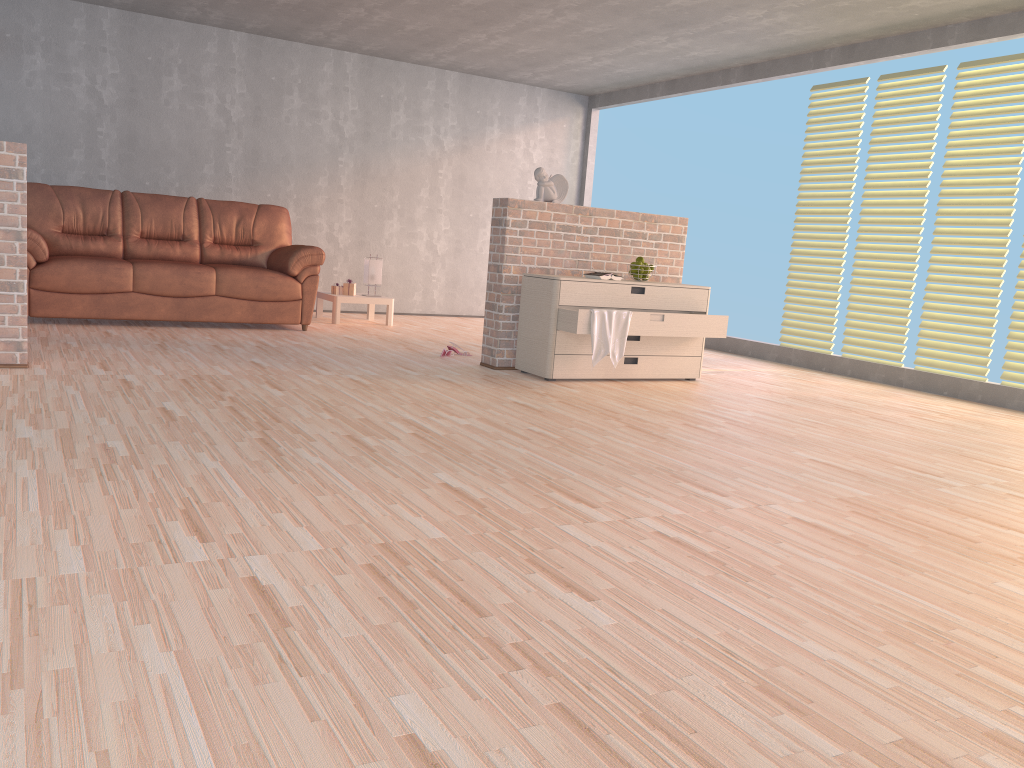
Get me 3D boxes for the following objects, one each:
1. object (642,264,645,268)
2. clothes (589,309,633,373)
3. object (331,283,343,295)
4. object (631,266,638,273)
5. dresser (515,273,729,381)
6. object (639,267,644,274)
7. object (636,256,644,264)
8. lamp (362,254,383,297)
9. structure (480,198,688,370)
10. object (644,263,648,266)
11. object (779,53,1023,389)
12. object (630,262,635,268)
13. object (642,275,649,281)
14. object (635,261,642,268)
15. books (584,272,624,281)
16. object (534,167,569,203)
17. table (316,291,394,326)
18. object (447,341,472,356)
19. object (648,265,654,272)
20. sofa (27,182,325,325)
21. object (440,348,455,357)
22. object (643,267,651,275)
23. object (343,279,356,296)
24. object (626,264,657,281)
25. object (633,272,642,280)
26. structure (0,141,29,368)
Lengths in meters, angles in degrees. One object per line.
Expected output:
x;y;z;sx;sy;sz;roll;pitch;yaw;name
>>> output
0.825;-0.748;5.650;0.039;0.038;0.039;4;9;-1;object
0.554;-0.247;5.117;0.325;0.369;0.097;0;10;-28;clothes
-1.527;-0.844;7.849;0.080;0.105;0.152;9;10;29;object
0.780;-0.728;5.640;0.046;0.044;0.046;-1;10;-33;object
0.922;-0.333;5.643;1.686;0.612;0.605;0;10;-29;dresser
0.818;-0.719;5.622;0.038;0.040;0.039;1;9;-21;object
0.819;-0.788;5.673;0.054;0.056;0.054;0;10;-29;object
-1.247;-0.971;7.936;0.140;0.376;0.140;0;10;-29;lamp
0.502;-0.629;5.888;1.422;1.057;0.211;0;10;-29;structure
0.854;-0.758;5.692;0.043;0.043;0.039;-4;12;-44;object
3.362;-0.965;5.332;0.044;2.114;4.372;0;10;-29;object
0.780;-0.756;5.681;0.049;0.053;0.054;5;9;1;object
0.853;-0.686;5.685;0.046;0.048;0.048;-3;11;-41;object
0.802;-0.757;5.619;0.046;0.045;0.046;0;10;-30;object
0.564;-0.667;5.475;0.209;0.040;0.146;-3;11;-39;books
0.233;-1.253;5.610;0.216;0.218;0.131;0;10;-30;object
-1.412;-0.677;7.946;0.548;0.241;0.548;0;10;-29;table
-0.364;-0.245;6.167;0.188;0.085;0.069;6;9;9;object
0.887;-0.740;5.668;0.047;0.047;0.046;6;9;8;object
-2.618;-0.979;6.716;2.202;0.923;0.981;0;10;-29;sofa
-0.438;-0.216;6.003;0.078;0.066;0.192;6;9;6;object
0.855;-0.721;5.641;0.057;0.057;0.057;5;9;3;object
-1.431;-0.855;7.817;0.099;0.147;0.102;4;9;-1;object
0.822;-0.710;5.682;0.202;0.104;0.202;-2;11;-36;object
0.803;-0.691;5.661;0.060;0.055;0.059;7;9;15;object
-2.963;-0.611;3.945;1.422;1.057;0.211;0;10;-29;structure
